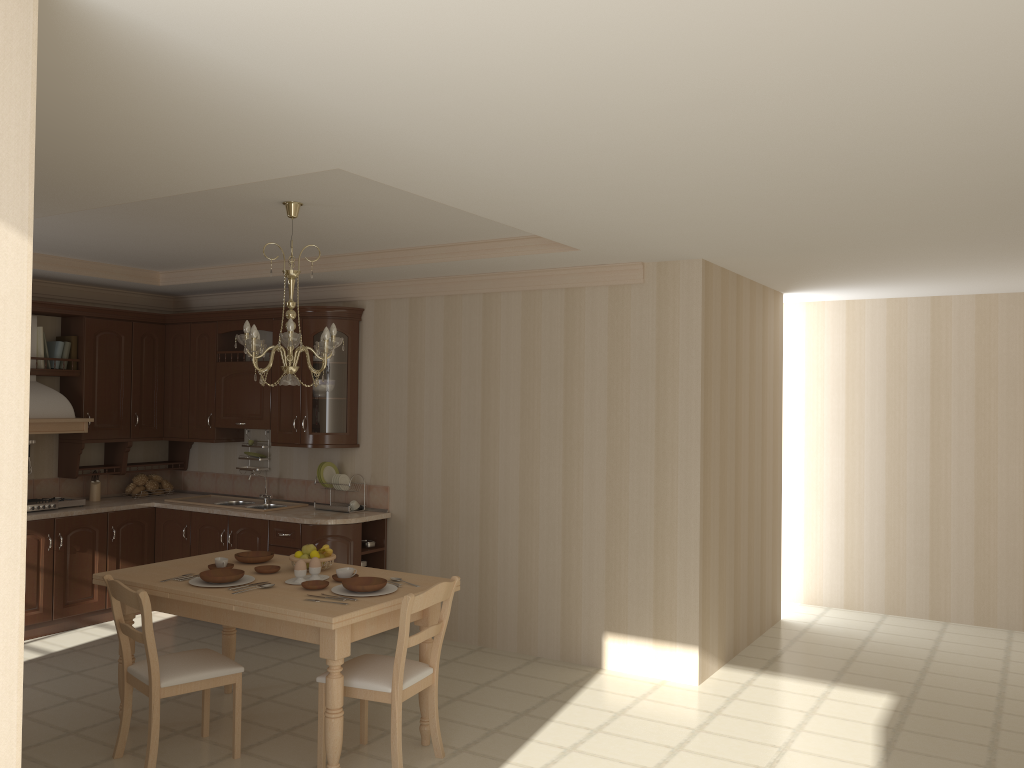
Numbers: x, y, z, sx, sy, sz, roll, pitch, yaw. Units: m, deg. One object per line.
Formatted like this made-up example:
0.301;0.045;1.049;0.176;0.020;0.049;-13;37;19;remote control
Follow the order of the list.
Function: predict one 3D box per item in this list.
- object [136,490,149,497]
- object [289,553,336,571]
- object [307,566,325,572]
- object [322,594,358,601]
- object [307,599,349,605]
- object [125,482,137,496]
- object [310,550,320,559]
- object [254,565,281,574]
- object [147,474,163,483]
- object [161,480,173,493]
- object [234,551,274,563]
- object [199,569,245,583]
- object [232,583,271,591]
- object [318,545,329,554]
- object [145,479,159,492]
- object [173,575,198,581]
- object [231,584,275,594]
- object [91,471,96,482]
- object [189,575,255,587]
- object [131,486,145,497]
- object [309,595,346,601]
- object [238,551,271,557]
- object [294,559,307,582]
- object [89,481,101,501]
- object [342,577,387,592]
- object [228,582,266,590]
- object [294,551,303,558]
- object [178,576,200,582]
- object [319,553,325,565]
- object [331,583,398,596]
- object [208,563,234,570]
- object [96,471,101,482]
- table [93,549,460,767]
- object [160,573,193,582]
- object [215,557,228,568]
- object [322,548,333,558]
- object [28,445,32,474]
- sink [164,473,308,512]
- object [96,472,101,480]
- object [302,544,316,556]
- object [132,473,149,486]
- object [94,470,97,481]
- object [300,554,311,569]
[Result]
-2.987;0.880;7.141;0.119;0.058;0.114;1;-1;-4;object
-1.018;0.910;4.526;0.235;0.068;0.235;1;-1;-12;object
-1.018;0.941;4.526;0.128;0.011;0.128;1;-1;-18;object
-0.762;0.935;3.896;0.218;0.008;0.022;0;-1;33;object
-0.799;0.935;3.808;0.218;0.004;0.028;0;-1;21;object
-3.056;0.842;7.121;0.092;0.109;0.123;1;-1;-2;object
-0.994;0.866;4.477;0.051;0.053;0.045;0;-1;19;object
-1.221;0.929;4.428;0.127;0.026;0.126;1;-1;-4;object
-2.934;0.776;7.269;0.125;0.078;0.112;0;-1;25;object
-2.841;0.840;7.299;0.097;0.106;0.117;1;-1;-13;object
-1.369;0.925;4.713;0.204;0.042;0.204;1;-1;-20;object
-1.371;0.913;4.193;0.204;0.042;0.204;0;-1;31;object
-1.194;0.934;4.087;0.022;0.004;0.216;0;-1;36;object
-0.972;0.859;4.539;0.066;0.085;0.184;1;-1;-21;object
-2.915;0.824;7.176;0.110;0.102;0.115;1;-1;-30;object
-1.550;0.932;4.299;0.018;0.008;0.212;0;-1;31;object
-1.171;0.931;4.026;0.047;0.011;0.219;0;-1;40;object
-3.239;0.775;6.851;0.027;0.198;0.053;0;-1;15;object
-1.370;0.931;4.192;0.299;0.009;0.299;0;-1;29;object
-2.989;0.860;7.096;0.104;0.092;0.114;1;-1;-12;object
-0.815;0.934;3.881;0.212;0.008;0.018;0;-1;26;object
-1.367;0.921;4.713;0.168;0.034;0.168;0;-1;42;object
-1.008;0.888;4.225;0.058;0.104;0.058;1;-1;10;object
-3.225;0.827;6.865;0.078;0.148;0.151;1;-1;-21;object
-0.672;0.919;4.042;0.204;0.042;0.204;1;-1;1;object
-1.222;0.933;4.109;0.023;0.008;0.221;0;-1;36;object
-1.084;0.874;4.516;0.045;0.047;0.055;1;-1;-27;object
-1.516;0.932;4.282;0.022;0.008;0.218;0;-1;33;object
-0.991;0.899;4.531;0.076;0.065;0.077;1;-1;8;object
-0.672;0.938;4.042;0.299;0.009;0.299;1;-1;10;object
-1.467;0.927;4.472;0.126;0.026;0.127;1;-1;-32;object
-3.211;0.770;6.875;0.027;0.198;0.053;0;-1;15;object
-1.158;1.329;4.321;1.567;0.774;0.900;0;-1;31;table
-1.612;0.933;4.276;0.028;0.004;0.218;0;-1;21;object
-1.463;0.910;4.467;0.063;0.055;0.119;1;-1;-30;object
-0.953;0.877;4.533;0.064;0.094;0.176;1;-1;-22;object
-3.553;0.555;6.515;0.049;0.219;0.049;1;-1;8;object
-2.108;0.846;6.766;1.077;0.348;0.448;0;-1;31;sink
-3.228;0.761;6.909;0.022;0.159;0.050;1;-1;0;object
-1.037;0.848;4.522;0.068;0.061;0.069;2;-1;-42;object
-2.991;0.771;7.141;0.100;0.105;0.118;0;-1;26;object
-3.244;0.765;6.881;0.027;0.191;0.052;1;-1;-13;object
-1.043;0.897;4.477;0.072;0.076;0.074;1;-1;6;object
